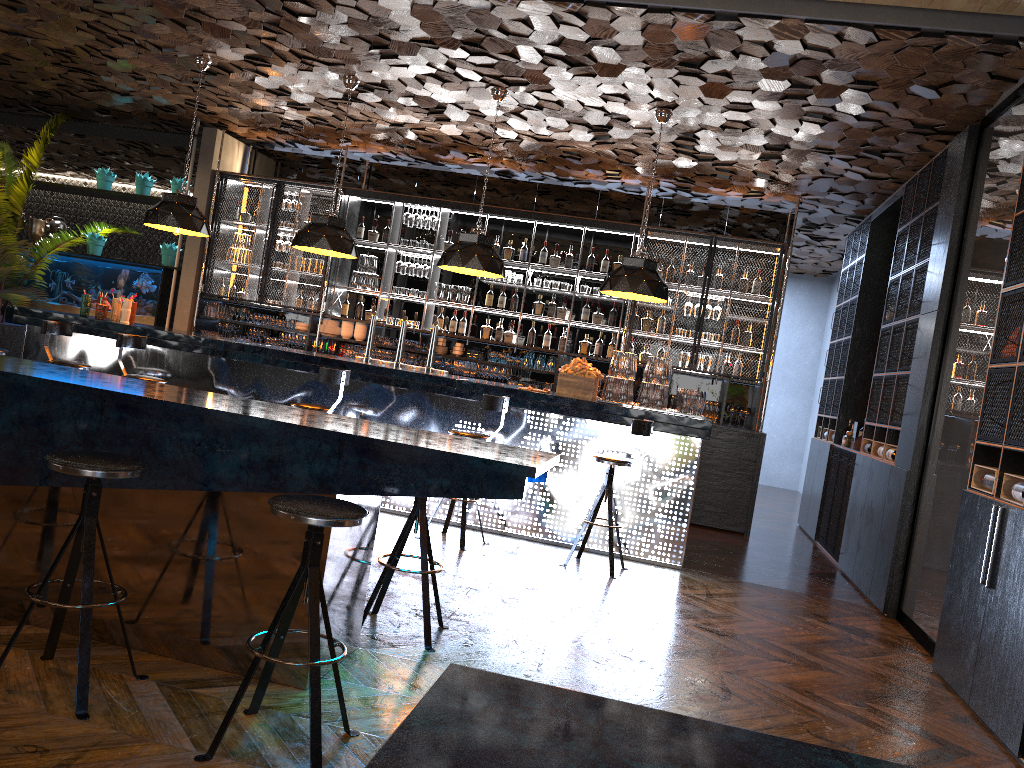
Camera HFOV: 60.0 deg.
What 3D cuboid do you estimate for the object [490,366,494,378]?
[{"bbox_3d":[-0.224,-0.092,10.211,0.091,0.229,0.091,10,2,42],"label":"object"}]

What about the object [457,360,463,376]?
[{"bbox_3d":[-0.601,-0.155,10.159,0.058,0.234,0.058,9,1,14],"label":"object"}]

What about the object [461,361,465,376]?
[{"bbox_3d":[-0.575,-0.152,10.251,0.058,0.234,0.058,10,2,43],"label":"object"}]

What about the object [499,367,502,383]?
[{"bbox_3d":[-0.132,-0.077,10.193,0.091,0.229,0.091,9,1,4],"label":"object"}]

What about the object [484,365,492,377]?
[{"bbox_3d":[-0.279,-0.099,10.107,0.091,0.229,0.091,8,2,-32],"label":"object"}]

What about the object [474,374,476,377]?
[{"bbox_3d":[-0.433,-0.129,10.302,0.049,0.231,0.049,9,1,13],"label":"object"}]

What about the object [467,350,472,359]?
[{"bbox_3d":[-0.484,-0.339,10.100,0.067,0.099,0.058,8,2,-34],"label":"object"}]

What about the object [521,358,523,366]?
[{"bbox_3d":[0.098,-0.248,10.214,0.098,0.097,0.098,9,1,-3],"label":"object"}]

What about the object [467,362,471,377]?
[{"bbox_3d":[-0.506,-0.140,10.253,0.049,0.231,0.049,8,2,-43],"label":"object"}]

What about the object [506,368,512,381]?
[{"bbox_3d":[-0.050,-0.066,10.297,0.091,0.229,0.091,9,1,8],"label":"object"}]

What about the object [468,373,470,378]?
[{"bbox_3d":[-0.500,-0.140,10.318,0.049,0.231,0.049,9,1,0],"label":"object"}]

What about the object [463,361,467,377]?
[{"bbox_3d":[-0.556,-0.151,10.339,0.058,0.234,0.058,9,1,-13],"label":"object"}]

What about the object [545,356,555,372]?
[{"bbox_3d":[0.436,-0.225,9.914,0.101,0.172,0.115,10,2,40],"label":"object"}]

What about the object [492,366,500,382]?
[{"bbox_3d":[-0.190,-0.084,10.089,0.091,0.229,0.091,10,2,38],"label":"object"}]

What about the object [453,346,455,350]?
[{"bbox_3d":[-0.639,-0.399,10.300,0.094,0.069,0.105,9,1,-13],"label":"object"}]

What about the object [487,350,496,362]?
[{"bbox_3d":[-0.238,-0.313,10.091,0.100,0.125,0.100,8,2,-41],"label":"object"}]

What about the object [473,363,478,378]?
[{"bbox_3d":[-0.433,-0.128,10.243,0.049,0.231,0.049,10,1,18],"label":"object"}]

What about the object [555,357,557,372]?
[{"bbox_3d":[0.464,-0.223,10.029,0.115,0.172,0.101,9,1,-5],"label":"object"}]

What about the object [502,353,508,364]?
[{"bbox_3d":[-0.107,-0.295,10.187,0.108,0.126,0.108,9,1,5],"label":"object"}]

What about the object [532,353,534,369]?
[{"bbox_3d":[0.214,-0.267,10.203,0.115,0.172,0.101,9,1,-5],"label":"object"}]

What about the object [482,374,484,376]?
[{"bbox_3d":[-0.331,-0.113,10.347,0.091,0.229,0.091,8,2,-44],"label":"object"}]

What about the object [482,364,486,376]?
[{"bbox_3d":[-0.317,-0.108,10.229,0.091,0.229,0.091,10,1,31],"label":"object"}]

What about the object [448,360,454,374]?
[{"bbox_3d":[-0.728,-0.175,10.310,0.108,0.227,0.108,9,1,-25],"label":"object"}]

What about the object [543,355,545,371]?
[{"bbox_3d":[0.325,-0.246,10.057,0.101,0.172,0.115,10,2,40],"label":"object"}]

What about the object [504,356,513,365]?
[{"bbox_3d":[-0.042,-0.266,10.032,0.098,0.097,0.098,9,1,-10],"label":"object"}]

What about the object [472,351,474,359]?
[{"bbox_3d":[-0.435,-0.335,10.258,0.058,0.099,0.067,9,1,13],"label":"object"}]

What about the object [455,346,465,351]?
[{"bbox_3d":[-0.609,-0.392,10.207,0.106,0.069,0.094,8,2,-38],"label":"object"}]

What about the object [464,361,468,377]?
[{"bbox_3d":[-0.537,-0.142,10.129,0.049,0.231,0.049,10,1,22],"label":"object"}]

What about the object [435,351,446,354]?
[{"bbox_3d":[-0.825,-0.358,10.258,0.149,0.022,0.149,9,1,-21],"label":"object"}]

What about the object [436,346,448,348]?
[{"bbox_3d":[-0.817,-0.423,10.256,0.149,0.026,0.148,10,1,17],"label":"object"}]

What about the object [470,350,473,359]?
[{"bbox_3d":[-0.474,-0.339,10.168,0.067,0.099,0.058,9,1,-20],"label":"object"}]

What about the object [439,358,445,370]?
[{"bbox_3d":[-0.839,-0.193,10.330,0.108,0.227,0.108,9,1,-10],"label":"object"}]

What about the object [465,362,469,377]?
[{"bbox_3d":[-0.524,-0.141,10.194,0.049,0.231,0.049,10,1,19],"label":"object"}]

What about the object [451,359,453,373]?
[{"bbox_3d":[-0.707,-0.174,10.430,0.108,0.227,0.108,8,2,-44],"label":"object"}]

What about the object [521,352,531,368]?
[{"bbox_3d":[0.169,-0.269,9.965,0.115,0.172,0.101,10,2,40],"label":"object"}]

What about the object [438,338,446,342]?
[{"bbox_3d":[-0.811,-0.499,10.254,0.094,0.069,0.106,9,1,16],"label":"object"}]

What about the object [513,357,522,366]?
[{"bbox_3d":[0.058,-0.249,10.008,0.098,0.097,0.098,10,2,44],"label":"object"}]

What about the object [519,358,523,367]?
[{"bbox_3d":[0.074,-0.249,10.115,0.098,0.097,0.098,10,2,35],"label":"object"}]

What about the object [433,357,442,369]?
[{"bbox_3d":[-0.865,-0.195,10.213,0.108,0.227,0.108,9,1,2],"label":"object"}]

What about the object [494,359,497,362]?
[{"bbox_3d":[-0.196,-0.312,10.328,0.100,0.125,0.100,10,1,24],"label":"object"}]

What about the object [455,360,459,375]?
[{"bbox_3d":[-0.641,-0.163,10.244,0.058,0.234,0.058,10,2,33],"label":"object"}]

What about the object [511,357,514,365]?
[{"bbox_3d":[-0.022,-0.265,10.131,0.098,0.097,0.098,8,2,-42],"label":"object"}]

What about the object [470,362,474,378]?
[{"bbox_3d":[-0.464,-0.130,10.115,0.049,0.231,0.049,9,1,6],"label":"object"}]

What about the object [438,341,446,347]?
[{"bbox_3d":[-0.808,-0.454,10.253,0.107,0.070,0.094,10,2,41],"label":"object"}]

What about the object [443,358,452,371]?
[{"bbox_3d":[-0.752,-0.176,10.194,0.108,0.227,0.108,9,1,-19],"label":"object"}]

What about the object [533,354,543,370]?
[{"bbox_3d":[0.306,-0.246,9.930,0.115,0.172,0.101,9,1,-5],"label":"object"}]

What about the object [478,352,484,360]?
[{"bbox_3d":[-0.361,-0.322,10.223,0.058,0.099,0.067,10,1,23],"label":"object"}]

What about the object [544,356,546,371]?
[{"bbox_3d":[0.344,-0.245,10.175,0.101,0.172,0.115,9,1,15],"label":"object"}]

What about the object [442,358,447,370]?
[{"bbox_3d":[-0.816,-0.192,10.450,0.108,0.227,0.108,10,2,41],"label":"object"}]

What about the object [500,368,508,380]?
[{"bbox_3d":[-0.097,-0.069,10.071,0.091,0.229,0.091,9,1,-18],"label":"object"}]

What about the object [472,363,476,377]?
[{"bbox_3d":[-0.450,-0.129,10.179,0.049,0.231,0.049,9,1,14],"label":"object"}]

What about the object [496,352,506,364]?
[{"bbox_3d":[-0.129,-0.296,10.073,0.108,0.126,0.108,10,2,45],"label":"object"}]

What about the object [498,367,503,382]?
[{"bbox_3d":[-0.148,-0.082,10.312,0.091,0.229,0.091,9,1,-21],"label":"object"}]

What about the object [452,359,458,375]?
[{"bbox_3d":[-0.659,-0.164,10.160,0.058,0.234,0.058,8,2,-37],"label":"object"}]

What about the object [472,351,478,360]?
[{"bbox_3d":[-0.418,-0.329,10.128,0.058,0.099,0.067,8,2,-44],"label":"object"}]

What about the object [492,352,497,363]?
[{"bbox_3d":[-0.215,-0.312,10.212,0.100,0.125,0.100,8,1,-32],"label":"object"}]

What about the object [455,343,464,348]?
[{"bbox_3d":[-0.606,-0.437,10.195,0.094,0.068,0.106,9,1,10],"label":"object"}]
